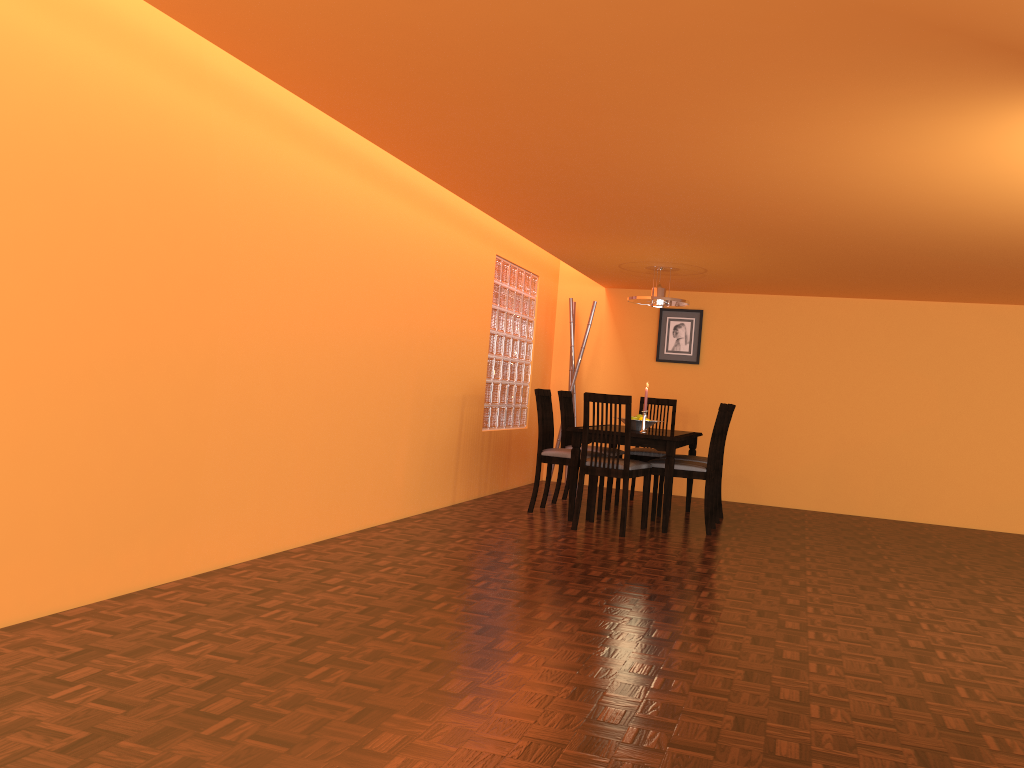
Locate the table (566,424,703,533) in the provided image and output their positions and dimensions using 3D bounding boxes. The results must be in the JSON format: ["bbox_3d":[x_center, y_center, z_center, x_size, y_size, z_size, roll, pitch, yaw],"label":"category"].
[{"bbox_3d":[0.836,0.601,5.934,0.697,0.584,1.259,4,0,18],"label":"table"}]

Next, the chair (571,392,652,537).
[{"bbox_3d":[0.594,0.466,5.255,0.373,0.809,0.465,4,0,23],"label":"chair"}]

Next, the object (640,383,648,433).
[{"bbox_3d":[0.843,0.144,5.627,0.044,0.326,0.044,5,0,7],"label":"object"}]

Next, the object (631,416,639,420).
[{"bbox_3d":[0.801,0.253,5.884,0.089,0.076,0.087,4,0,24],"label":"object"}]

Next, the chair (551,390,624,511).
[{"bbox_3d":[0.545,0.466,6.344,0.465,0.809,0.373,4,0,18],"label":"chair"}]

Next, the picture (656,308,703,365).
[{"bbox_3d":[1.406,-0.402,7.444,0.361,0.456,0.014,4,0,18],"label":"picture"}]

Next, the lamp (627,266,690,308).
[{"bbox_3d":[1.037,-0.680,6.242,0.435,0.274,0.435,4,0,40],"label":"lamp"}]

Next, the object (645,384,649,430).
[{"bbox_3d":[0.931,0.153,6.168,0.044,0.326,0.044,5,0,7],"label":"object"}]

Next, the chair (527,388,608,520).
[{"bbox_3d":[0.366,0.450,5.795,0.465,0.809,0.373,4,0,18],"label":"chair"}]

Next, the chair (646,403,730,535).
[{"bbox_3d":[1.092,0.507,5.556,0.465,0.809,0.373,4,0,18],"label":"chair"}]

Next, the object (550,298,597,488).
[{"bbox_3d":[0.514,0.079,7.457,0.308,1.589,0.226,4,0,40],"label":"object"}]

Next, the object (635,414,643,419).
[{"bbox_3d":[0.860,0.238,5.970,0.069,0.066,0.069,4,0,28],"label":"object"}]

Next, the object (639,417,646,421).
[{"bbox_3d":[0.853,0.238,5.805,0.046,0.046,0.055,5,0,1],"label":"object"}]

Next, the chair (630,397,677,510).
[{"bbox_3d":[1.055,0.507,6.643,0.373,0.809,0.465,4,0,13],"label":"chair"}]

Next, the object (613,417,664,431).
[{"bbox_3d":[0.837,0.272,5.900,0.337,0.072,0.337,5,0,-16],"label":"object"}]

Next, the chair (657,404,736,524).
[{"bbox_3d":[1.271,0.523,6.104,0.465,0.809,0.373,4,0,18],"label":"chair"}]

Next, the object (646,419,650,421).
[{"bbox_3d":[0.888,0.252,5.841,0.055,0.046,0.046,5,0,-19],"label":"object"}]
